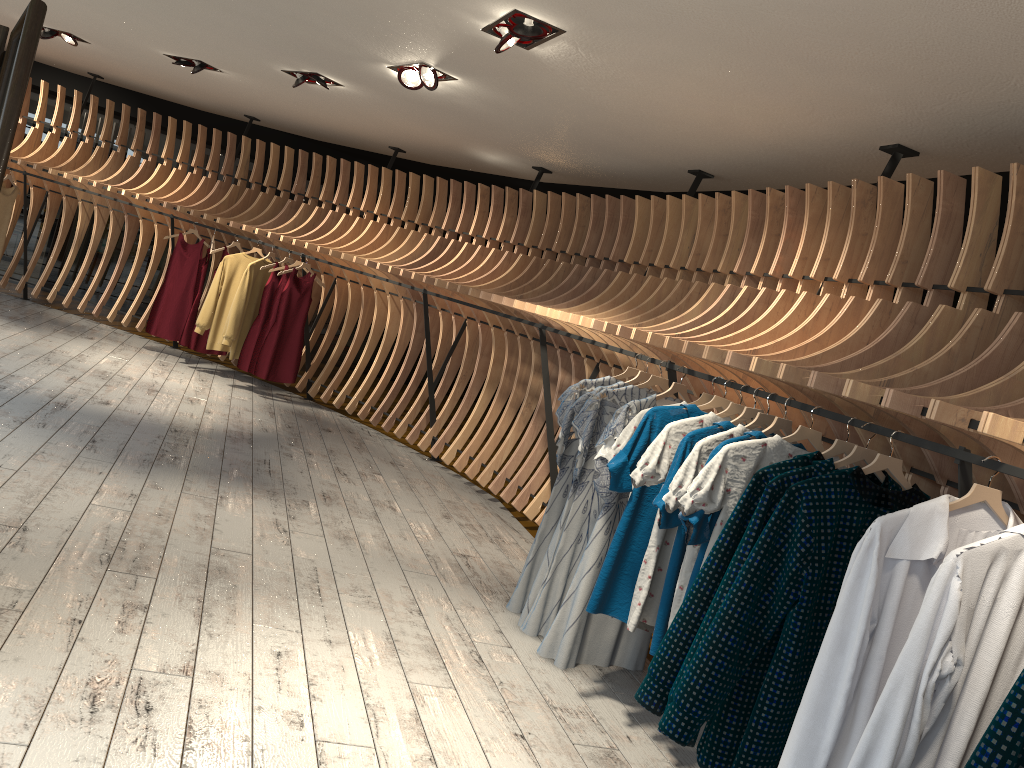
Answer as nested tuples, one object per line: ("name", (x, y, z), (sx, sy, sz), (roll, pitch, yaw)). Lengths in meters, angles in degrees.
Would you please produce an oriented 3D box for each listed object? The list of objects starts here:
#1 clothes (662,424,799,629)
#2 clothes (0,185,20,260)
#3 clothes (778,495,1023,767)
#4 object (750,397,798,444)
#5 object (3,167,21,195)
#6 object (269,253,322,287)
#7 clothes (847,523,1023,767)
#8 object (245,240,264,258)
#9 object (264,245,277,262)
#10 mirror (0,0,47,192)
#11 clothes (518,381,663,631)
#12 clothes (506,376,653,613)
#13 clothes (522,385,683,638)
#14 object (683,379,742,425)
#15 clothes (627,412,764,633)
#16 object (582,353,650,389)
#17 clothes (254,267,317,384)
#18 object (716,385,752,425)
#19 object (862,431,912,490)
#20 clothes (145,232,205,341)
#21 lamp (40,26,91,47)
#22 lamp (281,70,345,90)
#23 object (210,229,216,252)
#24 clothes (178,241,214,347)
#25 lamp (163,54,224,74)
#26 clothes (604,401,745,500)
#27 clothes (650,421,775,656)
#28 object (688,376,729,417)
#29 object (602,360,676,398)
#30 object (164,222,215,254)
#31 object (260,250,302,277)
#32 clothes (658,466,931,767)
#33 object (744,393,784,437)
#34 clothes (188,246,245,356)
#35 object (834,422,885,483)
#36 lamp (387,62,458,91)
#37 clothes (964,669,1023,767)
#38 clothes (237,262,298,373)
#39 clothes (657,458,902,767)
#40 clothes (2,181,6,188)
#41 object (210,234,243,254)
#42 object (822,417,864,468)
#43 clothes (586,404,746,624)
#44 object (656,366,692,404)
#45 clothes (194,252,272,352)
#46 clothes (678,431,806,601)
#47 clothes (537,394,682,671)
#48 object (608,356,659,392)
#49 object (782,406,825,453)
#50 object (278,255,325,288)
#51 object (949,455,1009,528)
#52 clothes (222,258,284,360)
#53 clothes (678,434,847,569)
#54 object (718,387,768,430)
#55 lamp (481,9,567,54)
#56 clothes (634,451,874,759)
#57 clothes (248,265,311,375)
("clothes", (0.859, 0.623, 3.367), (0.741, 0.937, 0.162), (15, 4, -24))
("clothes", (-5.685, -1.743, 9.763), (0.096, 0.987, 0.465), (16, 4, -1))
("clothes", (1.132, 0.838, 2.373), (0.732, 1.105, 0.166), (16, 3, -13))
("object", (0.982, 0.175, 3.248), (0.524, 0.270, 0.012), (14, 4, -33))
("object", (-5.531, -2.248, 9.738), (0.012, 0.270, 0.525), (17, 4, 2))
("object", (-2.075, -1.145, 8.648), (0.524, 0.270, 0.012), (15, 4, -18))
("clothes", (1.133, 0.854, 2.175), (0.732, 1.105, 0.166), (15, 4, -18))
("object", (-2.584, -1.323, 8.963), (0.524, 0.270, 0.012), (15, 4, -18))
("object", (-2.405, -1.262, 8.846), (0.012, 0.270, 0.525), (18, 4, 22))
("mirror", (-2.356, -0.409, 3.014), (2.116, 1.890, 0.442), (18, 4, 23))
("clothes", (0.456, 0.704, 4.380), (0.676, 1.433, 0.204), (15, 4, -28))
("clothes", (0.416, 0.682, 4.513), (0.677, 1.433, 0.204), (16, 3, -3))
("clothes", (0.494, 0.726, 4.246), (0.677, 1.433, 0.204), (16, 3, -3))
("object", (0.840, 0.113, 3.632), (0.523, 0.288, 0.015), (16, 3, -8))
("clothes", (0.777, 0.588, 3.541), (0.743, 0.930, 0.158), (16, 3, -14))
("object", (0.613, -0.029, 4.489), (0.525, 0.270, 0.012), (16, 3, -3))
("clothes", (-2.165, -0.563, 8.640), (0.443, 1.128, 0.127), (13, 5, -46))
("object", (0.897, 0.131, 3.539), (0.524, 0.270, 0.012), (16, 3, -13))
("object", (1.141, 0.270, 2.710), (0.524, 0.270, 0.012), (16, 3, -13))
("clothes", (-3.509, -1.017, 9.367), (0.443, 1.128, 0.127), (15, 4, -21))
("lamp", (-4.227, -3.324, 8.314), (0.493, 0.292, 0.269), (17, 4, 15))
("lamp", (-1.547, -2.425, 6.922), (0.494, 0.292, 0.269), (20, 5, 40))
("object", (-3.113, -1.495, 9.221), (0.012, 0.270, 0.526), (15, 4, -23))
("clothes", (-3.296, -0.945, 9.261), (0.126, 1.128, 0.445), (15, 4, -26))
("lamp", (-2.795, -2.861, 7.805), (0.494, 0.294, 0.269), (19, 4, 27))
("clothes", (0.710, 0.551, 3.769), (0.744, 0.930, 0.158), (17, 3, 6))
("clothes", (0.816, 0.617, 3.503), (0.742, 0.959, 0.168), (15, 4, -24))
("object", (0.840, 0.096, 3.771), (0.525, 0.270, 0.012), (17, 3, 7))
("object", (0.691, 0.015, 4.222), (0.525, 0.270, 0.012), (16, 3, -3))
("object", (-3.353, -1.574, 9.314), (0.524, 0.270, 0.012), (15, 4, -18))
("object", (-2.207, -1.190, 8.730), (0.524, 0.270, 0.012), (13, 5, -43))
("clothes", (0.986, 0.787, 2.762), (0.912, 1.080, 0.238), (16, 4, -13))
("object", (0.961, 0.171, 3.361), (0.523, 0.285, 0.013), (15, 4, -23))
("clothes", (-3.000, -0.847, 9.119), (0.127, 1.128, 0.443), (19, 4, 34))
("object", (1.119, 0.253, 2.836), (0.524, 0.270, 0.012), (15, 4, -18))
("lamp", (-0.570, -2.046, 5.722), (0.269, 0.287, 0.494), (14, 5, -37))
("clothes", (1.249, 0.931, 1.868), (0.912, 1.080, 0.238), (16, 4, -13))
("clothes", (-2.372, -0.636, 8.784), (0.443, 1.128, 0.127), (13, 5, -46))
("clothes", (0.969, 0.775, 2.847), (0.912, 1.080, 0.238), (15, 4, -18))
("clothes", (-5.800, -1.776, 9.753), (0.096, 0.987, 0.466), (16, 4, -6))
("object", (-2.840, -1.406, 9.105), (0.012, 0.270, 0.524), (19, 5, 37))
("object", (1.085, 0.237, 2.910), (0.524, 0.270, 0.012), (15, 4, -18))
("clothes", (0.681, 0.566, 3.661), (0.737, 0.970, 0.168), (16, 3, -9))
("object", (0.757, 0.047, 4.063), (0.524, 0.270, 0.012), (14, 4, -33))
("clothes", (-2.725, -0.798, 8.978), (0.776, 1.052, 0.152), (15, 4, -17))
("clothes", (0.836, 0.640, 3.281), (0.741, 0.949, 0.168), (14, 4, -34))
("clothes", (0.530, 0.747, 4.117), (0.676, 1.433, 0.204), (14, 4, -33))
("object", (0.647, -0.008, 4.349), (0.524, 0.270, 0.012), (14, 4, -28))
("object", (1.013, 0.208, 3.080), (0.524, 0.284, 0.014), (16, 3, -8))
("object", (-2.000, -1.118, 8.586), (0.524, 0.270, 0.012), (13, 5, -43))
("object", (1.250, 0.321, 2.355), (0.524, 0.270, 0.012), (16, 3, -13))
("clothes", (-2.538, -0.735, 8.878), (0.152, 1.052, 0.776), (18, 4, 22))
("clothes", (0.878, 0.651, 3.098), (0.733, 0.936, 0.164), (15, 4, -14))
("object", (0.941, 0.155, 3.463), (0.523, 0.290, 0.013), (15, 4, -23))
("lamp", (0.060, -1.745, 4.285), (0.269, 0.291, 0.494), (15, 4, -22))
("clothes", (0.928, 0.754, 2.962), (0.912, 1.080, 0.238), (15, 4, -18))
("clothes", (-2.232, -0.588, 8.701), (0.443, 1.128, 0.127), (15, 4, -21))
